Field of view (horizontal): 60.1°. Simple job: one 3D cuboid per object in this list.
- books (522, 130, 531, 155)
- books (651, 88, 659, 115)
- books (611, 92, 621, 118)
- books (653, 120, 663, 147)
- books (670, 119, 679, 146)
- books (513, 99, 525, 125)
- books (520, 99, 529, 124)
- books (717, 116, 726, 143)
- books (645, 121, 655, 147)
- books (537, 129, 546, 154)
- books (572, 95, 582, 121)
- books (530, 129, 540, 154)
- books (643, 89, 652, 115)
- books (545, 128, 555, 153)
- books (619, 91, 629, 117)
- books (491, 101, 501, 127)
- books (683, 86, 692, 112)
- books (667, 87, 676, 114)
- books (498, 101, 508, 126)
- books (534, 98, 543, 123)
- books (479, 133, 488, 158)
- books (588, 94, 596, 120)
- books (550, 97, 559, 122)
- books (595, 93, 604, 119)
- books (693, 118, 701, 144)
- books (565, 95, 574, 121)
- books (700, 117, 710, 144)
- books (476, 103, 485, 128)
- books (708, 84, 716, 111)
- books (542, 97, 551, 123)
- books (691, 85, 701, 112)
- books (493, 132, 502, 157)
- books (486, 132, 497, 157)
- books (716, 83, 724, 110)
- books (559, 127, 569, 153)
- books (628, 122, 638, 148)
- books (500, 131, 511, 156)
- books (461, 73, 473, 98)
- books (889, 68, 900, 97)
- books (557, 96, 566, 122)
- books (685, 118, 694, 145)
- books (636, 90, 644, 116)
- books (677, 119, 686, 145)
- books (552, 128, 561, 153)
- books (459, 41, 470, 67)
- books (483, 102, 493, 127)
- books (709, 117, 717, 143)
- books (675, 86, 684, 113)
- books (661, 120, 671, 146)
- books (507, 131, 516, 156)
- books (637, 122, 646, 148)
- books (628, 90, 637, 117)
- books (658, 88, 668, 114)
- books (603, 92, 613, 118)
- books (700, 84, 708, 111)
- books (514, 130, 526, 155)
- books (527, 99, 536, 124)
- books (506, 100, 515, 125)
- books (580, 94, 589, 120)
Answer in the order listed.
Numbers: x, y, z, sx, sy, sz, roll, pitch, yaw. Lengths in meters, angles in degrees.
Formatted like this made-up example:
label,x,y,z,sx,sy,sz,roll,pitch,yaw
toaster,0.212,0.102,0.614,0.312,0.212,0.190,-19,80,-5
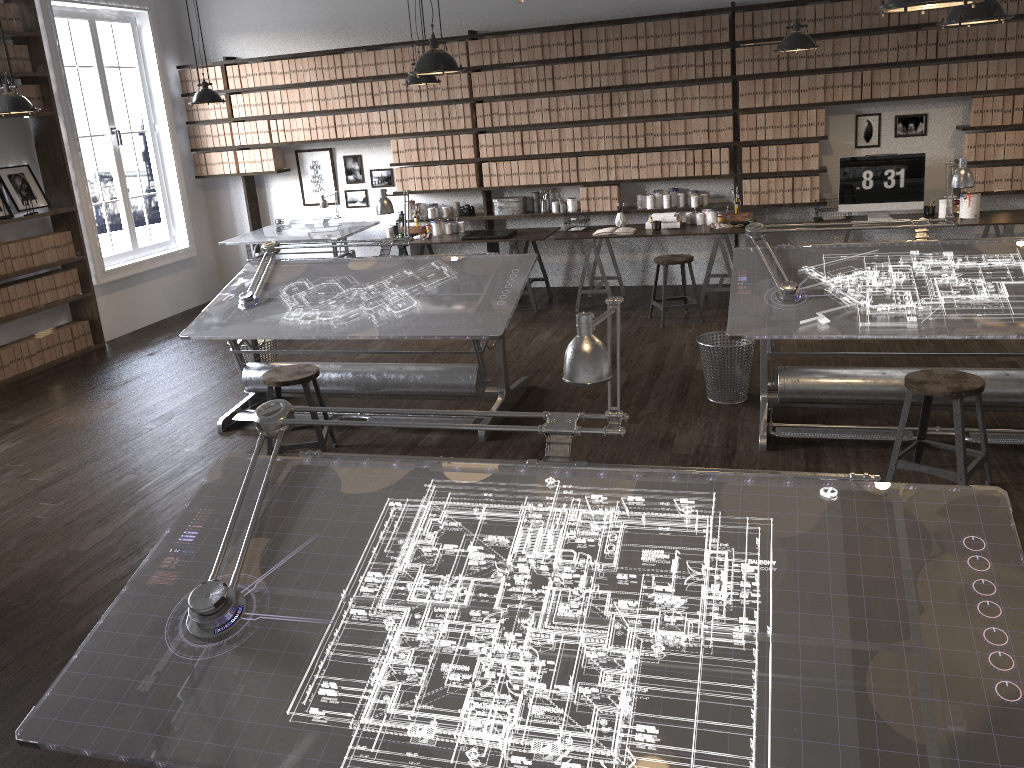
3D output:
label,x,y,z,sx,sy,sz,roll,pitch,yaw
books,0.157,-2.235,8.206,0.067,0.222,0.177,0,17,17
books,1.271,-2.480,7.787,0.067,0.222,0.177,0,17,17
books,0.939,-2.486,7.890,0.067,0.222,0.177,0,17,17
books,1.301,-2.216,7.854,0.067,0.223,0.177,0,17,17
books,1.438,-2.215,7.817,0.067,0.222,0.177,0,17,17
books,0.076,-2.498,8.152,0.067,0.222,0.177,0,17,17
books,0.139,-2.495,8.127,0.067,0.223,0.177,0,17,17
books,1.824,-2.210,7.700,0.067,0.223,0.177,0,17,17
books,1.234,-2.219,7.879,0.067,0.222,0.177,0,17,17
books,0.293,-2.232,8.164,0.067,0.223,0.177,0,17,17
books,0.602,-2.488,7.986,0.067,0.222,0.177,0,17,17
books,0.224,-2.232,8.181,0.067,0.223,0.177,0,17,17
books,1.205,-2.479,7.803,0.067,0.223,0.177,0,17,17
books,0.361,-2.231,8.144,0.067,0.222,0.177,0,17,17
books,1.006,-2.483,7.865,0.067,0.223,0.177,0,17,17
books,-0.128,-2.502,8.214,0.067,0.222,0.177,0,17,17
books,1.535,-2.477,7.710,0.067,0.223,0.177,0,17,17
books,1.399,-2.477,7.745,0.067,0.223,0.177,0,17,17
books,-0.061,-2.499,8.189,0.067,0.223,0.177,0,17,17
books,0.264,-2.495,8.092,0.067,0.222,0.177,0,17,17
books,-0.248,-2.240,8.326,0.067,0.223,0.177,0,17,17
books,0.733,-2.488,7.950,0.067,0.222,0.177,0,17,17
books,0.401,-2.493,8.052,0.067,0.222,0.177,0,17,17
books,0.796,-2.488,7.933,0.067,0.222,0.177,0,17,17
books,1.625,-2.212,7.757,0.067,0.222,0.177,0,17,17
books,0.534,-2.491,8.010,0.067,0.223,0.177,0,17,17
books,1.689,-2.210,7.736,0.067,0.223,0.177,0,17,17
books,-0.270,-2.504,8.257,0.067,0.222,0.177,0,17,17
books,1.732,-2.471,7.642,0.067,0.223,0.177,0,17,17
books,0.332,-2.493,8.069,0.067,0.223,0.177,0,17,17
books,1.600,-2.475,7.686,0.067,0.223,0.177,0,17,17
books,-0.110,-2.236,8.281,0.067,0.223,0.177,0,17,17
books,-0.179,-2.238,8.302,0.067,0.222,0.177,0,17,17
books,1.794,-2.472,7.628,0.067,0.222,0.177,0,17,17
books,0.489,-2.229,8.104,0.067,0.222,0.177,0,17,17
books,1.091,-2.221,7.923,0.067,0.222,0.177,0,17,17
books,-0.049,-2.237,8.266,0.067,0.222,0.177,0,17,17
books,-0.405,-2.765,8.215,0.067,0.223,0.177,0,17,17
books,3.115,-2.458,7.224,0.067,0.223,0.177,0,17,17
books,0.468,-2.493,8.034,0.067,0.223,0.177,0,17,17
books,1.566,-2.213,7.777,0.067,0.222,0.177,0,17,17
books,1.143,-2.482,7.828,0.067,0.222,0.177,0,17,17
books,1.501,-2.212,7.792,0.067,0.223,0.177,0,17,17
books,0.424,-2.229,8.119,0.067,0.223,0.177,0,17,17
books,-0.421,-3.027,8.139,0.067,0.222,0.177,0,17,17
books,-0.201,-2.501,8.231,0.067,0.223,0.177,0,17,17
books,1.757,-2.210,7.719,0.067,0.222,0.177,0,17,17
books,1.467,-2.477,7.728,0.067,0.222,0.177,0,17,17
books,1.370,-2.216,7.837,0.067,0.223,0.177,0,17,17
books,0.015,-2.237,8.250,0.067,0.222,0.177,0,17,17
books,1.161,-2.218,7.896,0.067,0.223,0.177,0,17,17
books,1.075,-2.483,7.848,0.067,0.223,0.177,0,17,17
books,1.330,-2.479,7.768,0.067,0.222,0.177,0,17,17
books,0.866,-2.485,7.907,0.067,0.223,0.177,0,17,17
books,1.669,-2.472,7.662,0.067,0.222,0.177,0,17,17
books,0.084,-2.234,8.223,0.067,0.223,0.177,0,17,17
books,0.204,-2.496,8.112,0.067,0.222,0.177,0,17,17
books,0.008,-2.499,8.172,0.067,0.223,0.177,0,17,17
books,0.671,-2.487,7.965,0.067,0.223,0.177,0,17,17
